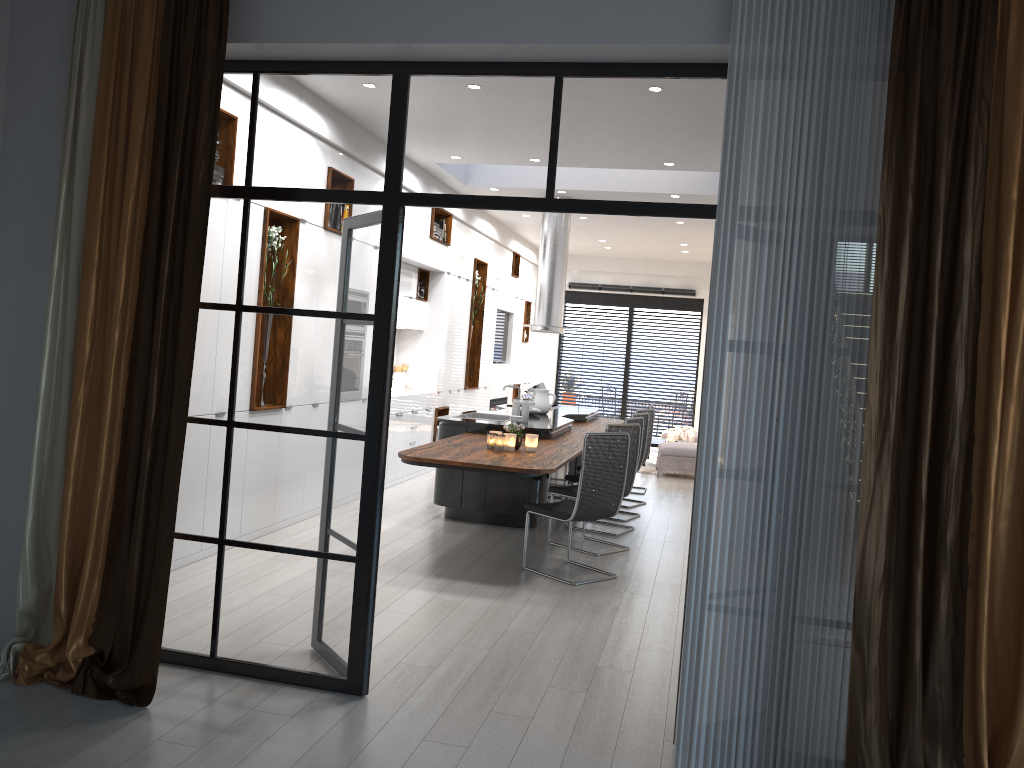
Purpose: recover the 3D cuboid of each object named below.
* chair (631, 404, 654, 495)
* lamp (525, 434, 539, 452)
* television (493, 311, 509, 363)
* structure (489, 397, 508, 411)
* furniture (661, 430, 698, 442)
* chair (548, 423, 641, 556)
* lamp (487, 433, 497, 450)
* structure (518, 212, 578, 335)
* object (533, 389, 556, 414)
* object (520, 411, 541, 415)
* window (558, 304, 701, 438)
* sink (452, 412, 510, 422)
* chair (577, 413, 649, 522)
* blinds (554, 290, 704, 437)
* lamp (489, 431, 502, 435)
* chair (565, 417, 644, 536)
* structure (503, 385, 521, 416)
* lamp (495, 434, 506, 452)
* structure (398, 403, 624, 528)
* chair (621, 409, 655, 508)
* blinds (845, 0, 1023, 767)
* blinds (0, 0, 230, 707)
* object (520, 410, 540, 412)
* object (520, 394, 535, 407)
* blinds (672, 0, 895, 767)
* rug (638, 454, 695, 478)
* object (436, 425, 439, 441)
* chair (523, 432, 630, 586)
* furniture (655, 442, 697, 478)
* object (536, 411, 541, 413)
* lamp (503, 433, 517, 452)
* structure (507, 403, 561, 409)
[{"bbox_3d":[1.333,0.727,10.352,0.537,1.018,0.471,5,1,12],"label":"chair"},{"bbox_3d":[0.143,0.433,6.496,0.095,0.124,0.096,3,2,-45],"label":"lamp"},{"bbox_3d":[-0.223,-0.735,13.881,0.050,0.805,1.187,5,2,12],"label":"television"},{"bbox_3d":[-0.325,0.472,13.899,0.221,0.516,1.204,5,2,12],"label":"structure"},{"bbox_3d":[2.739,0.967,14.247,0.700,0.460,0.699,5,2,12],"label":"furniture"},{"bbox_3d":[0.646,0.796,7.109,0.537,1.018,0.470,5,1,42],"label":"chair"},{"bbox_3d":[-0.144,0.417,6.406,0.078,0.120,0.078,4,1,-5],"label":"lamp"},{"bbox_3d":[0.481,-1.392,10.475,0.696,1.608,1.043,5,1,11],"label":"structure"},{"bbox_3d":[0.320,0.184,9.248,0.183,0.254,0.211,3,2,-43],"label":"object"},{"bbox_3d":[0.162,0.292,8.996,0.264,0.033,0.264,3,3,-41],"label":"object"},{"bbox_3d":[5.241,-1.310,16.022,8.569,5.059,0.462,5,1,11],"label":"window"},{"bbox_3d":[-0.229,0.378,8.253,0.485,0.152,0.738,5,2,12],"label":"sink"},{"bbox_3d":[0.967,0.764,8.612,0.537,1.018,0.470,5,1,27],"label":"chair"},{"bbox_3d":[2.125,-0.292,16.347,2.586,2.719,0.358,5,1,12],"label":"blinds"},{"bbox_3d":[-0.123,0.412,6.510,0.096,0.124,0.095,5,1,29],"label":"lamp"},{"bbox_3d":[0.812,0.779,7.910,0.537,1.018,0.470,5,1,27],"label":"chair"},{"bbox_3d":[-0.013,0.170,8.180,0.177,0.310,0.089,5,1,12],"label":"structure"},{"bbox_3d":[-0.088,0.424,6.327,0.078,0.120,0.078,4,1,-5],"label":"lamp"},{"bbox_3d":[0.142,0.775,8.393,1.378,0.887,5.641,5,2,12],"label":"structure"},{"bbox_3d":[1.138,0.747,9.408,0.537,1.018,0.470,5,1,32],"label":"chair"},{"bbox_3d":[1.589,0.010,2.927,0.811,3.043,0.255,5,1,13],"label":"blinds"},{"bbox_3d":[-1.624,-0.267,3.644,0.811,3.043,0.255,5,1,12],"label":"blinds"},{"bbox_3d":[0.162,0.280,8.996,0.264,0.033,0.264,3,3,-41],"label":"object"},{"bbox_3d":[0.172,0.198,9.628,0.211,0.174,0.211,5,2,19],"label":"object"},{"bbox_3d":[1.332,-0.009,3.087,1.301,3.067,0.052,5,1,13],"label":"blinds"},{"bbox_3d":[2.324,1.196,13.164,1.624,0.020,2.520,5,2,12],"label":"rug"},{"bbox_3d":[-0.993,0.616,10.870,0.250,0.323,0.241,5,1,12],"label":"object"},{"bbox_3d":[0.435,0.814,6.195,0.470,1.018,0.537,4,1,-43],"label":"chair"},{"bbox_3d":[2.315,1.021,11.972,0.699,0.460,0.700,5,2,7],"label":"furniture"},{"bbox_3d":[0.162,0.286,8.996,0.264,0.033,0.264,3,3,-41],"label":"object"},{"bbox_3d":[-0.019,0.423,6.414,0.095,0.124,0.095,5,1,5],"label":"lamp"},{"bbox_3d":[0.267,0.248,10.496,0.502,0.026,0.812,5,2,12],"label":"structure"}]
